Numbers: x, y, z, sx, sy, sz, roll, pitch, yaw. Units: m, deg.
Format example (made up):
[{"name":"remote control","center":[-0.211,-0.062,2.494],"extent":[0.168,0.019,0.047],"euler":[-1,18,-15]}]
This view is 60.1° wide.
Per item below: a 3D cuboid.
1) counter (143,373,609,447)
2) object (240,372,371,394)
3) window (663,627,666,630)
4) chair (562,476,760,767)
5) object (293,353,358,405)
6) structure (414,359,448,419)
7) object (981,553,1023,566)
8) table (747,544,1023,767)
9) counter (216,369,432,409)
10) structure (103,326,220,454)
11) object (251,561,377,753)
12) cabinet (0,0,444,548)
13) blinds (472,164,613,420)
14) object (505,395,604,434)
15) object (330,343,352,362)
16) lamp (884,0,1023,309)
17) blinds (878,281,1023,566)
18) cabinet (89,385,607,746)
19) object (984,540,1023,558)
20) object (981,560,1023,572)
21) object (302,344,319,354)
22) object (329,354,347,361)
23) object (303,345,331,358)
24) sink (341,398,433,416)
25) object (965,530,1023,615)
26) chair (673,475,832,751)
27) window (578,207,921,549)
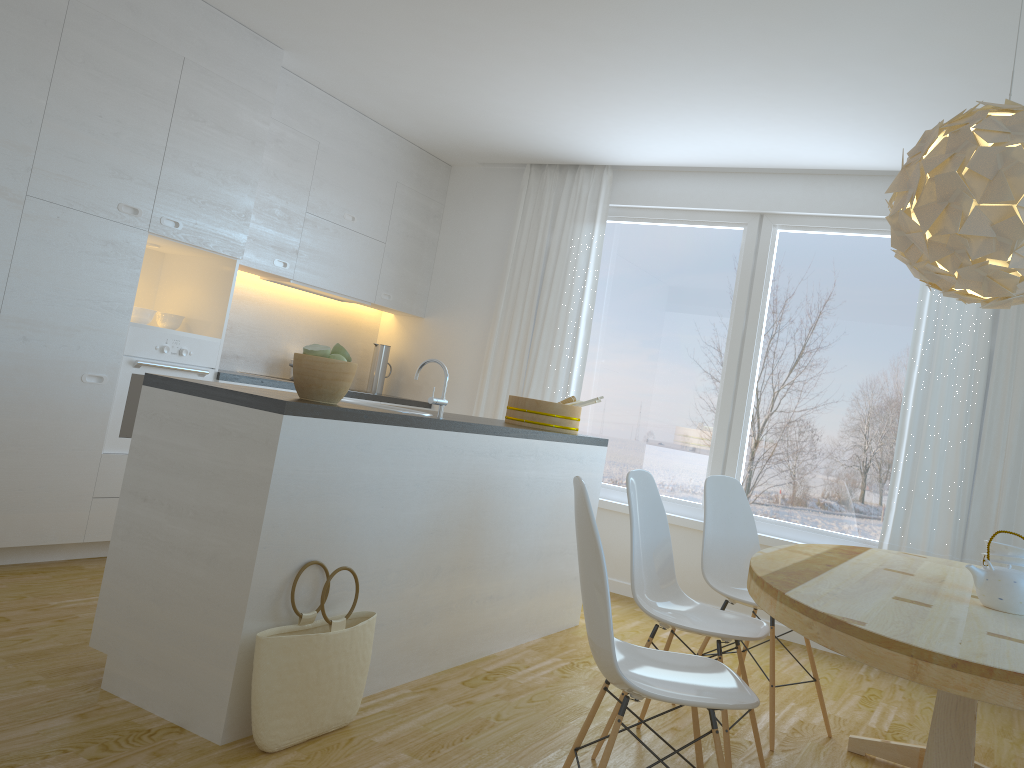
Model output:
[{"name":"counter","center":[-0.330,0.144,3.674],"extent":[0.603,0.040,2.383],"euler":[9,-1,29]},{"name":"object","center":[-1.306,-0.001,5.626],"extent":[0.564,0.013,0.649],"euler":[9,-1,29]},{"name":"window","center":[1.600,-0.086,1.999],"extent":[2.558,2.063,1.866],"euler":[8,-3,29]},{"name":"chair","center":[0.343,0.717,2.151],"extent":[0.523,0.906,0.428],"euler":[10,-4,-1]},{"name":"object","center":[-0.613,-0.013,2.858],"extent":[0.204,0.142,0.205],"euler":[10,-2,-9]},{"name":"structure","center":[-0.320,0.009,3.303],"extent":[0.163,0.216,0.096],"euler":[8,-5,29]},{"name":"object","center":[1.483,0.552,2.644],"extent":[0.151,0.096,0.151],"euler":[12,-3,-44]},{"name":"table","center":[1.287,0.976,2.568],"extent":[1.198,0.728,2.174],"euler":[9,-2,28]},{"name":"counter","center":[-1.308,0.016,5.620],"extent":[0.602,0.040,1.986],"euler":[9,-1,29]},{"name":"structure","center":[-1.696,0.053,4.341],"extent":[0.049,0.599,0.556],"euler":[7,-4,29]},{"name":"object","center":[-0.103,0.857,2.537],"extent":[1.191,0.504,0.468],"euler":[10,-3,7]},{"name":"cabinet","center":[-1.484,-0.351,5.096],"extent":[0.483,2.311,3.178],"euler":[7,-3,29]},{"name":"blinds","center":[0.178,-0.492,5.947],"extent":[0.797,2.170,0.149],"euler":[7,-5,29]},{"name":"object","center":[0.186,0.123,4.513],"extent":[0.427,0.215,0.379],"euler":[11,-2,-33]},{"name":"object","center":[-0.563,-0.097,2.923],"extent":[0.073,0.072,0.077],"euler":[12,-3,-36]},{"name":"lamp","center":[1.542,-0.783,2.751],"extent":[0.649,1.140,0.634],"euler":[8,-4,28]},{"name":"blinds","center":[2.483,-0.122,4.641],"extent":[0.797,2.170,0.149],"euler":[7,-5,29]},{"name":"cabinet","center":[-0.411,0.613,3.635],"extent":[0.603,0.914,2.383],"euler":[8,-2,29]},{"name":"object","center":[1.491,0.525,2.646],"extent":[0.151,0.087,0.152],"euler":[11,-2,-33]},{"name":"object","center":[1.481,0.576,2.640],"extent":[0.151,0.093,0.151],"euler":[11,-2,-22]},{"name":"object","center":[-0.637,-0.081,2.896],"extent":[0.101,0.099,0.087],"euler":[12,-4,-40]},{"name":"object","center":[-0.569,-0.055,2.855],"extent":[0.081,0.086,0.097],"euler":[10,-3,-6]},{"name":"object","center":[-0.623,-0.095,2.809],"extent":[0.086,0.066,0.083],"euler":[8,-3,41]},{"name":"sink","center":[-0.518,0.161,3.414],"extent":[0.403,0.157,0.404],"euler":[10,-2,-19]},{"name":"object","center":[1.330,0.503,2.402],"extent":[0.178,0.212,0.146],"euler":[8,-4,29]},{"name":"chair","center":[0.978,0.854,3.486],"extent":[0.427,0.906,0.524],"euler":[13,-5,-41]},{"name":"window","center":[1.406,-0.105,5.440],"extent":[2.736,1.927,0.087],"euler":[8,-5,29]}]
